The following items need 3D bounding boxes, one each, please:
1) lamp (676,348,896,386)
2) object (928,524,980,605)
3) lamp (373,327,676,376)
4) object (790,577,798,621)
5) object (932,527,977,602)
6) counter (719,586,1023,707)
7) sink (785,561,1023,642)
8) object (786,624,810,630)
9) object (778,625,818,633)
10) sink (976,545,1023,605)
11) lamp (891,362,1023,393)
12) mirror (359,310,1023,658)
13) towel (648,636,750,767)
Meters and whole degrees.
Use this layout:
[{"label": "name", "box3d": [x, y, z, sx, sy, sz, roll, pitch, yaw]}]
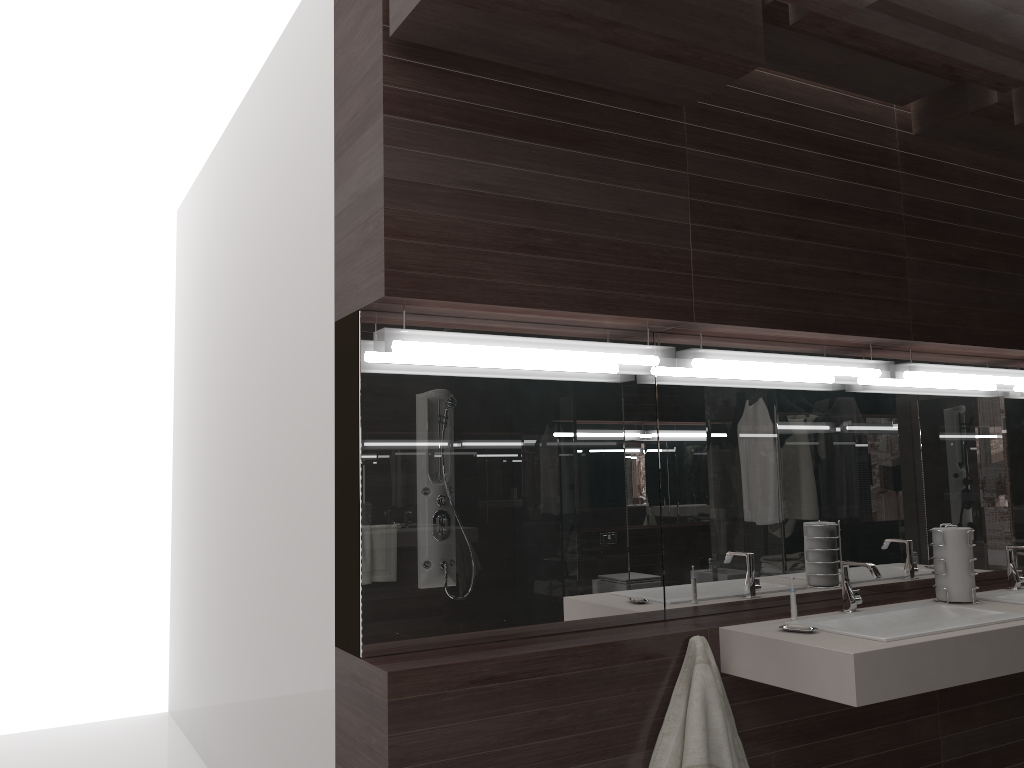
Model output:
[{"label": "lamp", "box3d": [0.960, -0.053, 3.029, 0.950, 0.082, 0.082, 2, -7, -29]}, {"label": "object", "box3d": [1.523, 0.618, 3.061, 0.145, 0.261, 0.136, -3, -6, 14]}, {"label": "lamp", "box3d": [0.070, -0.085, 2.531, 0.950, 0.082, 0.082, 2, -7, -29]}, {"label": "object", "box3d": [0.872, 0.665, 2.748, 0.022, 0.132, 0.022, -7, -8, 42]}, {"label": "object", "box3d": [1.521, 0.619, 3.053, 0.124, 0.246, 0.128, -7, -8, 42]}, {"label": "counter", "box3d": [1.591, 0.797, 2.907, 1.954, 0.131, 0.488, 2, -7, -29]}, {"label": "sink", "box3d": [1.186, 0.655, 2.718, 0.681, 0.193, 0.427, 2, -7, -29]}, {"label": "object", "box3d": [0.823, 0.699, 2.549, 0.066, 0.016, 0.035, -6, -8, 37]}, {"label": "object", "box3d": [0.823, 0.706, 2.549, 0.108, 0.011, 0.065, -6, -8, 39]}, {"label": "sink", "box3d": [1.970, 0.683, 3.157, 0.681, 0.193, 0.427, 2, -7, -29]}, {"label": "lamp", "box3d": [1.856, -0.020, 3.530, 0.950, 0.082, 0.082, 2, -7, -29]}, {"label": "mirror", "box3d": [2.819, 0.125, 1.807, 5.081, 0.916, 4.126, 2, -7, -29]}, {"label": "towel", "box3d": [0.562, 1.065, 2.478, 0.368, 0.678, 0.156, 2, -7, -29]}]
